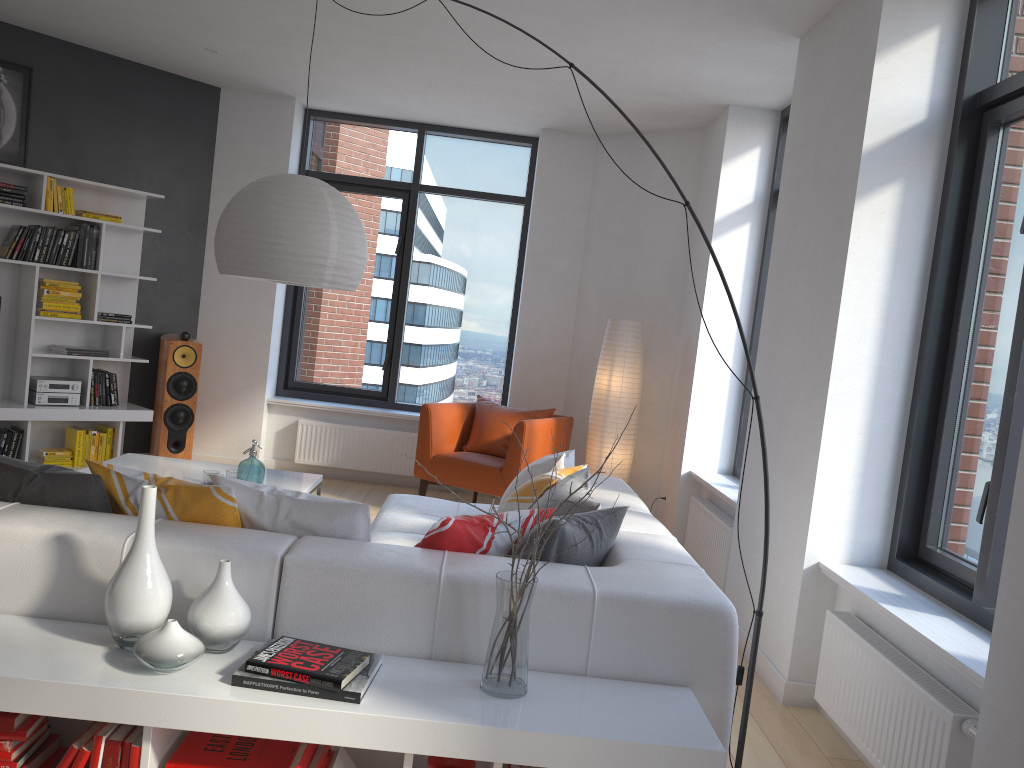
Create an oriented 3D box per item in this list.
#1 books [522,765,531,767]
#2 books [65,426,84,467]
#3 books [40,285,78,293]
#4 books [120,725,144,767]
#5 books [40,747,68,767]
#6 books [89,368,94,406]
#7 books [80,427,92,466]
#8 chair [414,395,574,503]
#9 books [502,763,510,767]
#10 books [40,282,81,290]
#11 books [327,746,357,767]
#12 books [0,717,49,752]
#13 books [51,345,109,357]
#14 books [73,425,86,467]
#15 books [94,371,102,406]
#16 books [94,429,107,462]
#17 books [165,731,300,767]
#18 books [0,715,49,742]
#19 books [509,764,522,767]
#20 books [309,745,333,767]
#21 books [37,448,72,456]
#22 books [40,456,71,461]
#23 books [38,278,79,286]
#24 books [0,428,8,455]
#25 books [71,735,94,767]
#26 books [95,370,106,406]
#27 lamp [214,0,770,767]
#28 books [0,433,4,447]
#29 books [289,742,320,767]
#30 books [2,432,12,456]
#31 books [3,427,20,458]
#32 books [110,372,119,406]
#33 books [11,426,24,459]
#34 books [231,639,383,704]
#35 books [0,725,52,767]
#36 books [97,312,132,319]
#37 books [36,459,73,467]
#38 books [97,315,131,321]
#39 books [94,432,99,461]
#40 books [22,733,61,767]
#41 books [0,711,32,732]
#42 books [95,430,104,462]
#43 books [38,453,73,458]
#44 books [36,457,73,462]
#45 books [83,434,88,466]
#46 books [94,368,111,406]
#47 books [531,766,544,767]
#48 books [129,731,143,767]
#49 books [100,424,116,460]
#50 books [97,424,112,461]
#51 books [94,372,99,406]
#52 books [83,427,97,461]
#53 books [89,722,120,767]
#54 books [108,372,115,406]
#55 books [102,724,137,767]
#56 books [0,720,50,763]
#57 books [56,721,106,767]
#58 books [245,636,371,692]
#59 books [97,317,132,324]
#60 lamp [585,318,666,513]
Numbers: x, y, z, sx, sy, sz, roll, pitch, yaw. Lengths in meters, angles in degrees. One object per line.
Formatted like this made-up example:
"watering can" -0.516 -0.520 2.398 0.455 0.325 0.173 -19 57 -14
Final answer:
"books" 0.036 1.057 2.140 0.056 0.262 0.185 7 3 -2
"books" -3.088 0.439 6.245 0.198 0.255 0.044 10 5 43
"books" -3.147 -0.660 6.154 0.227 0.022 0.160 5 4 -31
"books" -0.898 0.945 2.124 0.028 0.266 0.188 7 3 -2
"books" -1.279 0.932 2.143 0.301 0.032 0.227 7 3 -2
"books" -3.037 0.011 6.335 0.202 0.268 0.053 10 5 43
"books" -3.040 0.443 6.295 0.180 0.251 0.019 10 5 43
"chair" -0.113 0.555 6.467 0.896 0.858 0.843 9 4 30
"books" -0.032 1.053 2.133 0.026 0.250 0.168 7 3 -2
"books" -3.137 -0.682 6.156 0.223 0.023 0.163 4 5 -43
"books" -0.366 1.029 2.143 0.186 0.223 0.188 7 3 -1
"books" -1.283 0.815 2.124 0.257 0.025 0.182 7 3 -2
"books" -3.064 -0.234 6.289 0.250 0.047 0.310 10 4 38
"books" -3.068 0.437 6.268 0.199 0.263 0.015 10 5 43
"books" -2.993 0.031 6.370 0.170 0.236 0.049 10 5 43
"books" -2.968 0.456 6.374 0.172 0.234 0.024 10 5 43
"books" -0.661 0.911 2.183 0.301 0.032 0.227 7 3 -2
"books" -1.261 0.792 2.116 0.266 0.026 0.187 6 3 -7
"books" 0.005 1.048 2.141 0.050 0.268 0.198 7 3 -2
"books" -0.420 1.017 2.141 0.148 0.232 0.171 7 3 0
"books" -3.179 0.473 6.161 0.138 0.026 0.186 10 5 43
"books" -3.165 0.512 6.142 0.113 0.018 0.169 10 5 44
"books" -3.157 -0.709 6.163 0.223 0.023 0.163 4 5 -43
"books" -3.425 0.422 5.889 0.192 0.254 0.075 10 5 42
"books" -1.029 0.937 2.113 0.115 0.245 0.192 7 3 -2
"books" -2.972 0.029 6.380 0.169 0.242 0.050 10 5 42
"lamp" 0.176 -0.097 2.911 3.199 2.647 0.710 9 4 34
"books" -3.423 0.431 5.855 0.172 0.242 0.069 10 5 44
"books" -0.466 1.002 2.145 0.134 0.248 0.192 7 3 -2
"books" -3.403 0.430 5.905 0.179 0.243 0.068 10 5 42
"books" -3.381 0.426 5.935 0.191 0.249 0.084 10 5 43
"books" -2.934 0.032 6.472 0.179 0.233 0.077 10 5 43
"books" -3.358 0.423 5.960 0.197 0.260 0.066 10 5 43
"books" -0.484 0.688 2.139 0.300 0.026 0.245 7 3 3
"books" -1.279 0.864 2.123 0.261 0.027 0.191 6 3 -6
"books" -2.879 -0.498 6.395 0.213 0.023 0.161 4 5 -43
"books" -3.177 0.546 6.158 0.147 0.033 0.190 10 5 43
"books" -2.872 -0.477 6.384 0.142 0.015 0.198 10 5 41
"books" -3.002 0.452 6.337 0.169 0.239 0.023 10 5 43
"books" -1.281 0.896 2.141 0.279 0.039 0.206 7 3 -1
"books" -1.275 0.760 2.122 0.259 0.034 0.206 7 3 -5
"books" -2.983 0.455 6.352 0.172 0.234 0.024 10 5 43
"books" -3.170 0.494 6.156 0.134 0.014 0.187 10 5 43
"books" -3.177 0.523 6.160 0.148 0.011 0.196 10 5 43
"books" -3.043 0.458 6.268 0.156 0.229 0.024 10 5 43
"books" -2.959 0.023 6.409 0.193 0.255 0.066 10 5 43
"books" 0.070 1.065 2.150 0.076 0.252 0.199 7 3 -2
"books" -0.870 0.946 2.109 0.028 0.269 0.181 7 3 -2
"books" -2.938 0.439 6.423 0.213 0.270 0.025 10 5 43
"books" -2.950 0.439 6.398 0.204 0.270 0.029 10 5 43
"books" -3.014 0.028 6.357 0.189 0.240 0.053 10 5 43
"books" -3.020 0.445 6.314 0.185 0.250 0.035 10 5 43
"books" -0.965 0.930 2.114 0.046 0.282 0.199 7 3 -2
"books" -2.934 0.031 6.426 0.177 0.242 0.066 10 5 43
"books" -0.928 0.937 2.132 0.038 0.270 0.215 7 3 -2
"books" -1.267 0.840 2.117 0.236 0.023 0.178 7 3 -2
"books" -1.070 0.932 2.118 0.144 0.247 0.188 7 3 -2
"books" -0.481 0.663 2.113 0.238 0.027 0.188 8 3 12
"books" -2.872 -0.458 6.384 0.213 0.023 0.161 4 5 -43
"lamp" 0.820 0.336 6.196 0.502 1.550 0.804 4 5 -41
